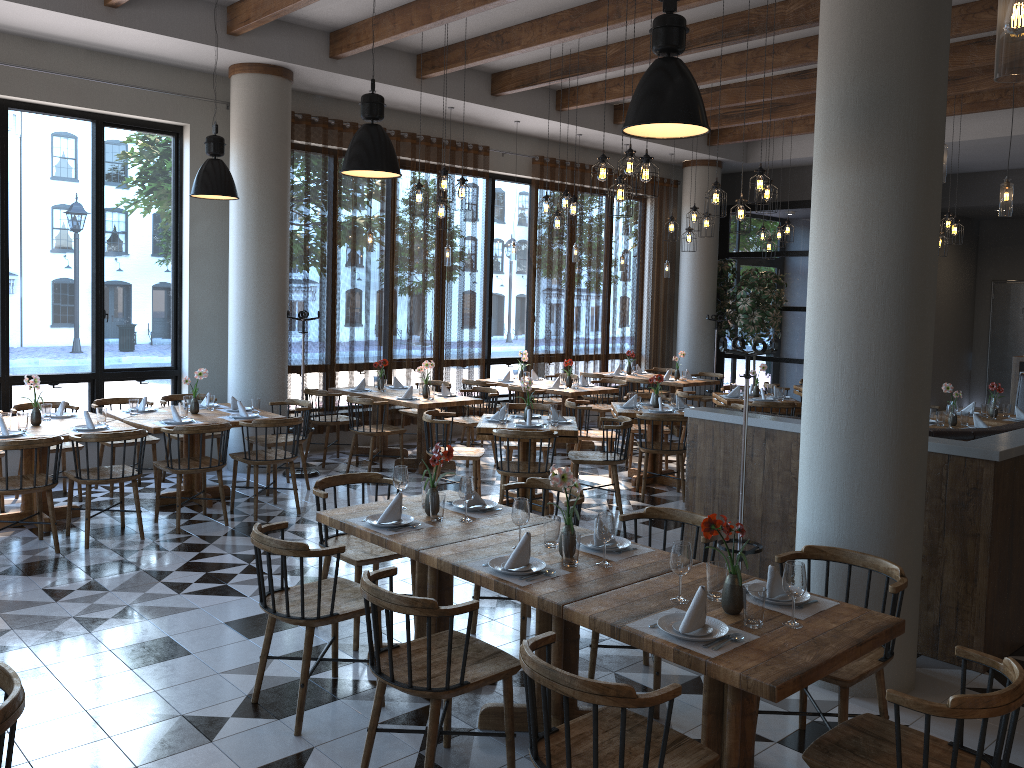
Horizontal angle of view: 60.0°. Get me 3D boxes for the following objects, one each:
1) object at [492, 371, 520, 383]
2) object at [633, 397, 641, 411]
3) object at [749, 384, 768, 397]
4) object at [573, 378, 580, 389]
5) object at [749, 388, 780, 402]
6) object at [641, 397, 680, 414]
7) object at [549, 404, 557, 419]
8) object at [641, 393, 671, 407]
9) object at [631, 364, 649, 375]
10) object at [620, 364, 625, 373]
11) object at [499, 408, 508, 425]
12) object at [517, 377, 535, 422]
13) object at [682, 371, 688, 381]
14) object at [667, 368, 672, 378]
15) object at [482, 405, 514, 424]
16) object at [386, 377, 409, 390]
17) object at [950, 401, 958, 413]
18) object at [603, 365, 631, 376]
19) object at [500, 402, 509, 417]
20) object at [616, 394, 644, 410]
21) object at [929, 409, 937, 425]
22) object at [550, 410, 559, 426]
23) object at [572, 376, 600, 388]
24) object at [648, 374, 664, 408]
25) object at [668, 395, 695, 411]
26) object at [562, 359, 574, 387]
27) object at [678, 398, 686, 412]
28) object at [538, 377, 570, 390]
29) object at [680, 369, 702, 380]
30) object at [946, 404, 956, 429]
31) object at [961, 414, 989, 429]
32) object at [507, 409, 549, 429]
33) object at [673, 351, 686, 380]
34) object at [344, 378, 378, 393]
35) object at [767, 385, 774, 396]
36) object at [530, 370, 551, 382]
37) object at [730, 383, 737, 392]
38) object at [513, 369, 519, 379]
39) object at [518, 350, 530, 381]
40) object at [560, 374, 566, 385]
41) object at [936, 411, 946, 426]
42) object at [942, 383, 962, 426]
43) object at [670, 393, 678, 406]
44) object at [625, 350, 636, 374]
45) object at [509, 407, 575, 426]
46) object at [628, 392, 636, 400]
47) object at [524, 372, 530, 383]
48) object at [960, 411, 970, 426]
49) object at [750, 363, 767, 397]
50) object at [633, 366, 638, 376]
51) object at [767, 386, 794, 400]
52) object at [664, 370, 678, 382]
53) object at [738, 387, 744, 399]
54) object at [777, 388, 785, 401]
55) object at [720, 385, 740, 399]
[{"bbox_3d":[-0.077,-0.097,11.332,0.272,0.137,0.352,-3,7,-42],"label":"object"},{"bbox_3d":[1.239,0.194,8.778,0.080,0.132,0.080,0,4,-28],"label":"object"},{"bbox_3d":[2.840,0.063,10.521,0.352,0.137,0.273,2,5,2],"label":"object"},{"bbox_3d":[0.774,-0.007,10.682,0.080,0.132,0.080,4,5,32],"label":"object"},{"bbox_3d":[2.826,0.116,9.984,0.352,0.137,0.273,2,5,2],"label":"object"},{"bbox_3d":[1.459,0.204,8.718,0.352,0.137,0.273,2,5,2],"label":"object"},{"bbox_3d":[0.368,0.249,7.989,0.080,0.132,0.080,2,4,12],"label":"object"},{"bbox_3d":[1.473,0.151,9.255,0.352,0.137,0.273,2,5,2],"label":"object"},{"bbox_3d":[1.899,-0.225,13.164,0.272,0.137,0.352,-3,7,-42],"label":"object"},{"bbox_3d":[1.643,-0.233,13.202,0.080,0.132,0.080,0,4,-28],"label":"object"},{"bbox_3d":[-0.077,0.279,7.563,0.080,0.132,0.080,3,4,22],"label":"object"},{"bbox_3d":[0.122,0.131,7.753,0.146,0.399,0.207,0,4,-23],"label":"object"},{"bbox_3d":[2.368,-0.109,12.154,0.080,0.132,0.080,4,5,32],"label":"object"},{"bbox_3d":[2.231,-0.154,12.566,0.080,0.132,0.080,4,5,32],"label":"object"},{"bbox_3d":[-0.120,0.254,7.779,0.272,0.137,0.353,2,5,2],"label":"object"},{"bbox_3d":[-1.303,-0.019,10.207,0.272,0.137,0.352,-3,7,-42],"label":"object"},{"bbox_3d":[4.192,0.269,8.413,0.081,0.215,0.081,4,5,39],"label":"object"},{"bbox_3d":[1.511,-0.199,12.798,0.272,0.137,0.352,-3,7,-42],"label":"object"},{"bbox_3d":[-0.066,0.236,8.004,0.080,0.132,0.080,3,4,22],"label":"object"},{"bbox_3d":[1.200,0.170,8.994,0.272,0.137,0.353,2,5,2],"label":"object"},{"bbox_3d":[3.925,0.297,8.452,0.352,0.137,0.272,-3,7,-43],"label":"object"},{"bbox_3d":[0.363,0.291,7.558,0.080,0.132,0.080,2,4,12],"label":"object"},{"bbox_3d":[0.913,-0.042,11.046,0.272,0.137,0.352,-3,7,-42],"label":"object"},{"bbox_3d":[1.452,0.072,8.947,0.156,0.354,0.171,2,4,12],"label":"object"},{"bbox_3d":[1.733,0.185,8.979,0.272,0.137,0.353,2,5,2],"label":"object"},{"bbox_3d":[0.679,-0.135,10.826,0.156,0.354,0.171,3,4,26],"label":"object"},{"bbox_3d":[1.679,0.207,8.774,0.080,0.132,0.080,-1,5,-38],"label":"object"},{"bbox_3d":[0.526,-0.016,10.680,0.272,0.137,0.352,-3,7,-42],"label":"object"},{"bbox_3d":[2.501,-0.144,12.513,0.272,0.137,0.352,-3,7,-42],"label":"object"},{"bbox_3d":[4.002,0.296,8.089,0.081,0.215,0.081,1,4,-12],"label":"object"},{"bbox_3d":[4.274,0.345,8.061,0.352,0.137,0.272,-3,7,-43],"label":"object"},{"bbox_3d":[0.140,0.288,7.504,0.352,0.137,0.273,2,5,2],"label":"object"},{"bbox_3d":[2.324,-0.261,12.322,0.146,0.399,0.207,4,5,40],"label":"object"},{"bbox_3d":[-1.691,0.007,9.841,0.272,0.137,0.352,-3,7,-42],"label":"object"},{"bbox_3d":[3.050,0.077,10.465,0.080,0.132,0.080,0,4,-28],"label":"object"},{"bbox_3d":[0.311,-0.123,11.697,0.272,0.137,0.352,-3,7,-42],"label":"object"},{"bbox_3d":[2.615,0.063,10.480,0.080,0.132,0.080,0,4,-28],"label":"object"},{"bbox_3d":[0.048,-0.130,11.730,0.080,0.132,0.080,1,4,-8],"label":"object"},{"bbox_3d":[0.149,-0.241,11.523,0.146,0.399,0.207,-1,5,-39],"label":"object"},{"bbox_3d":[0.637,-0.051,11.094,0.080,0.132,0.080,4,5,32],"label":"object"},{"bbox_3d":[3.983,0.323,8.231,0.080,0.132,0.080,4,5,32],"label":"object"},{"bbox_3d":[4.100,0.188,8.272,0.206,0.399,0.146,-1,4,-35],"label":"object"},{"bbox_3d":[1.684,0.164,9.204,0.080,0.132,0.080,-1,5,-38],"label":"object"},{"bbox_3d":[1.739,-0.321,12.993,0.156,0.354,0.171,3,4,23],"label":"object"},{"bbox_3d":[0.262,0.254,7.883,0.582,0.137,0.579,2,6,2],"label":"object"},{"bbox_3d":[1.250,0.151,9.219,0.080,0.132,0.080,-1,5,-38],"label":"object"},{"bbox_3d":[0.186,-0.086,11.318,0.080,0.132,0.080,1,4,-8],"label":"object"},{"bbox_3d":[4.241,0.324,8.298,0.080,0.132,0.080,-2,5,-43],"label":"object"},{"bbox_3d":[2.842,-0.039,10.223,0.206,0.399,0.146,-1,4,-31],"label":"object"},{"bbox_3d":[1.780,-0.188,12.790,0.080,0.132,0.080,0,4,-28],"label":"object"},{"bbox_3d":[3.099,0.097,10.245,0.272,0.137,0.353,2,5,2],"label":"object"},{"bbox_3d":[2.114,-0.118,12.147,0.272,0.137,0.352,-3,7,-42],"label":"object"},{"bbox_3d":[2.604,0.107,10.039,0.080,0.132,0.080,0,4,-28],"label":"object"},{"bbox_3d":[3.045,0.119,10.035,0.080,0.132,0.080,0,4,-28],"label":"object"},{"bbox_3d":[2.567,0.081,10.260,0.272,0.137,0.353,2,5,2],"label":"object"}]
